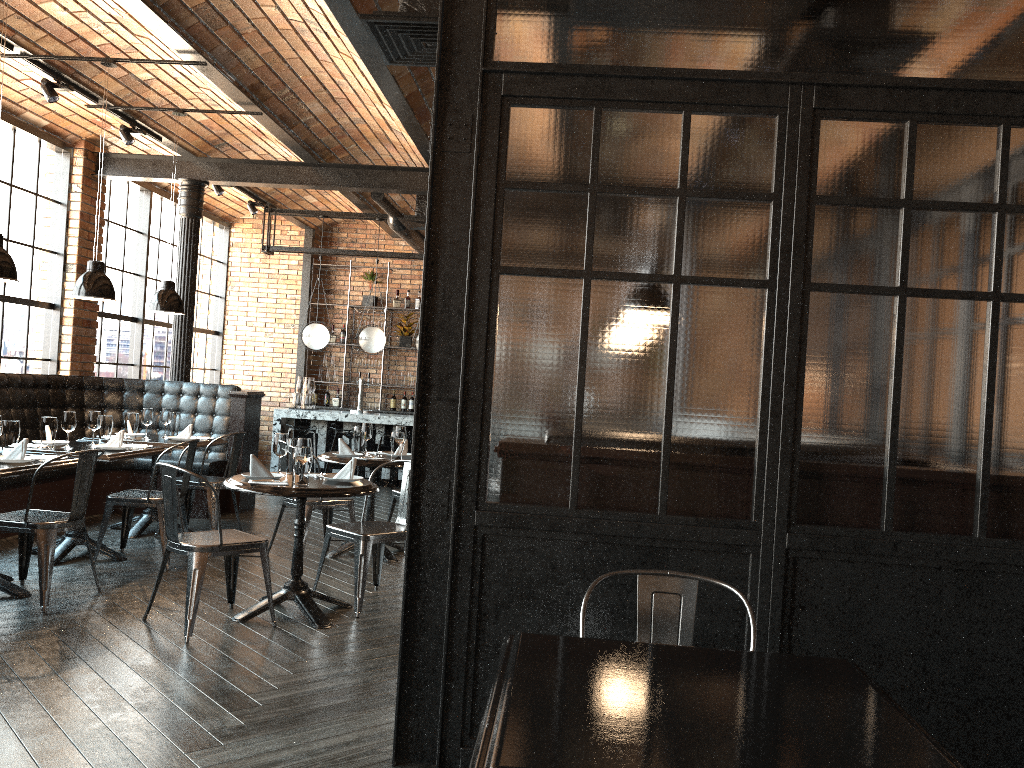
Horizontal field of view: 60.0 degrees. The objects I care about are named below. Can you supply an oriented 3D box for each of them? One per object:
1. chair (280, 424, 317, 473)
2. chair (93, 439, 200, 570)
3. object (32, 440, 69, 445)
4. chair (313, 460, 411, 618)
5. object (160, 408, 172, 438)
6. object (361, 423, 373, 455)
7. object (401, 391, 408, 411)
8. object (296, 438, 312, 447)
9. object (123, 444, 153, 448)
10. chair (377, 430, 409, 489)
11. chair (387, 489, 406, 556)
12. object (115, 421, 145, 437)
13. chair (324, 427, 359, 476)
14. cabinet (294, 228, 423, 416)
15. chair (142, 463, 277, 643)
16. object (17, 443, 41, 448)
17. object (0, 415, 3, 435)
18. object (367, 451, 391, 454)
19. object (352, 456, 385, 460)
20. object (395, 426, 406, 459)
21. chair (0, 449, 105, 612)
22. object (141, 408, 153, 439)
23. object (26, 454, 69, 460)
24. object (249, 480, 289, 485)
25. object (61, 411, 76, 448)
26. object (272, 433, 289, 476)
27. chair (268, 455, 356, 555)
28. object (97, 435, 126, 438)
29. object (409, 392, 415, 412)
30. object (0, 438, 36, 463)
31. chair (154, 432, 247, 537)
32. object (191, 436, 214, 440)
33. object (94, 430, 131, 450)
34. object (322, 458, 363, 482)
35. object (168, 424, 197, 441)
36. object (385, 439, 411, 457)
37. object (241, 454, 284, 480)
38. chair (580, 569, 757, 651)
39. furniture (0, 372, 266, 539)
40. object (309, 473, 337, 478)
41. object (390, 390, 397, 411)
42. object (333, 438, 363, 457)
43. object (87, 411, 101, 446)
[{"bbox_3d":[-2.589,0.863,10.867,0.475,0.737,0.414,4,0,-6],"label":"chair"},{"bbox_3d":[-2.489,0.793,6.116,0.558,0.857,0.504,4,0,-1],"label":"chair"},{"bbox_3d":[-3.198,0.355,6.157,0.232,0.139,0.232,4,0,-2],"label":"object"},{"bbox_3d":[-0.826,0.894,5.361,0.504,0.857,0.558,3,0,44],"label":"chair"},{"bbox_3d":[-2.868,0.321,7.346,0.092,0.244,0.092,4,0,-36],"label":"object"},{"bbox_3d":[-1.143,0.428,6.965,0.092,0.244,0.092,4,0,3],"label":"object"},{"bbox_3d":[-1.591,0.252,13.129,0.086,0.298,0.086,4,0,-37],"label":"object"},{"bbox_3d":[-1.145,0.420,4.865,0.092,0.244,0.092,4,0,1],"label":"object"},{"bbox_3d":[-2.732,0.440,6.377,0.255,0.019,0.157,4,0,4],"label":"object"},{"bbox_3d":[-1.459,0.934,10.792,0.475,0.737,0.414,4,0,-1],"label":"chair"},{"bbox_3d":[-0.687,0.910,7.194,0.558,0.857,0.504,4,0,-31],"label":"chair"},{"bbox_3d":[-3.125,0.364,7.267,0.232,0.139,0.232,4,0,-2],"label":"object"},{"bbox_3d":[-2.020,0.899,10.830,0.475,0.737,0.414,4,0,9],"label":"chair"},{"bbox_3d":[-1.463,-0.519,13.056,7.075,3.779,0.564,4,0,4],"label":"cabinet"},{"bbox_3d":[-1.589,0.844,4.689,0.504,0.857,0.558,3,0,44],"label":"chair"},{"bbox_3d":[-3.216,0.408,5.934,0.255,0.019,0.157,4,0,4],"label":"object"},{"bbox_3d":[-3.012,0.304,5.147,0.092,0.244,0.092,3,0,43],"label":"object"},{"bbox_3d":[-1.054,0.548,7.094,0.255,0.019,0.157,4,0,-36],"label":"object"},{"bbox_3d":[-1.049,0.546,6.589,0.157,0.019,0.255,3,0,34],"label":"object"},{"bbox_3d":[-0.854,0.446,6.761,0.092,0.244,0.092,4,0,3],"label":"object"},{"bbox_3d":[-2.656,0.778,5.006,0.558,0.857,0.504,4,0,9],"label":"chair"},{"bbox_3d":[-2.918,0.317,7.087,0.092,0.244,0.092,4,0,-36],"label":"object"},{"bbox_3d":[-2.803,0.432,5.288,0.255,0.019,0.157,4,0,4],"label":"object"},{"bbox_3d":[-1.287,0.525,4.776,0.255,0.019,0.157,4,0,-16],"label":"object"},{"bbox_3d":[-2.991,0.309,5.977,0.092,0.244,0.092,3,0,43],"label":"object"},{"bbox_3d":[-1.347,0.409,5.156,0.092,0.244,0.092,4,0,-33],"label":"object"},{"bbox_3d":[-1.454,0.859,6.519,0.558,0.857,0.504,4,0,-41],"label":"chair"},{"bbox_3d":[-3.143,0.416,7.044,0.255,0.019,0.157,4,0,4],"label":"object"},{"bbox_3d":[-1.474,0.260,13.098,0.086,0.298,0.086,4,0,-37],"label":"object"},{"bbox_3d":[-2.828,0.374,5.033,0.232,0.139,0.232,4,0,1],"label":"object"},{"bbox_3d":[-2.477,0.797,7.161,0.558,0.857,0.504,4,0,9],"label":"chair"},{"bbox_3d":[-2.659,0.449,7.487,0.255,0.019,0.157,4,0,4],"label":"object"},{"bbox_3d":[-2.756,0.383,6.122,0.232,0.139,0.232,4,0,1],"label":"object"},{"bbox_3d":[-0.970,0.491,5.104,0.232,0.139,0.232,4,0,-41],"label":"object"},{"bbox_3d":[-2.683,0.391,7.232,0.232,0.139,0.232,4,0,1],"label":"object"},{"bbox_3d":[-0.882,0.503,6.953,0.232,0.139,0.232,4,0,-26],"label":"object"},{"bbox_3d":[-1.394,0.464,4.967,0.232,0.139,0.232,4,0,0],"label":"object"},{"bbox_3d":[0.381,0.959,2.273,0.504,0.857,0.558,4,0,9],"label":"chair"},{"bbox_3d":[-3.648,0.543,6.167,1.979,1.212,5.451,4,0,4],"label":"furniture"},{"bbox_3d":[-1.119,0.537,5.253,0.255,0.019,0.157,4,0,-36],"label":"object"},{"bbox_3d":[-1.749,0.244,13.114,0.086,0.299,0.086,4,0,-37],"label":"object"},{"bbox_3d":[-1.233,0.480,6.679,0.232,0.139,0.232,4,0,-42],"label":"object"},{"bbox_3d":[-2.941,0.313,6.236,0.092,0.244,0.092,4,0,-36],"label":"object"}]
